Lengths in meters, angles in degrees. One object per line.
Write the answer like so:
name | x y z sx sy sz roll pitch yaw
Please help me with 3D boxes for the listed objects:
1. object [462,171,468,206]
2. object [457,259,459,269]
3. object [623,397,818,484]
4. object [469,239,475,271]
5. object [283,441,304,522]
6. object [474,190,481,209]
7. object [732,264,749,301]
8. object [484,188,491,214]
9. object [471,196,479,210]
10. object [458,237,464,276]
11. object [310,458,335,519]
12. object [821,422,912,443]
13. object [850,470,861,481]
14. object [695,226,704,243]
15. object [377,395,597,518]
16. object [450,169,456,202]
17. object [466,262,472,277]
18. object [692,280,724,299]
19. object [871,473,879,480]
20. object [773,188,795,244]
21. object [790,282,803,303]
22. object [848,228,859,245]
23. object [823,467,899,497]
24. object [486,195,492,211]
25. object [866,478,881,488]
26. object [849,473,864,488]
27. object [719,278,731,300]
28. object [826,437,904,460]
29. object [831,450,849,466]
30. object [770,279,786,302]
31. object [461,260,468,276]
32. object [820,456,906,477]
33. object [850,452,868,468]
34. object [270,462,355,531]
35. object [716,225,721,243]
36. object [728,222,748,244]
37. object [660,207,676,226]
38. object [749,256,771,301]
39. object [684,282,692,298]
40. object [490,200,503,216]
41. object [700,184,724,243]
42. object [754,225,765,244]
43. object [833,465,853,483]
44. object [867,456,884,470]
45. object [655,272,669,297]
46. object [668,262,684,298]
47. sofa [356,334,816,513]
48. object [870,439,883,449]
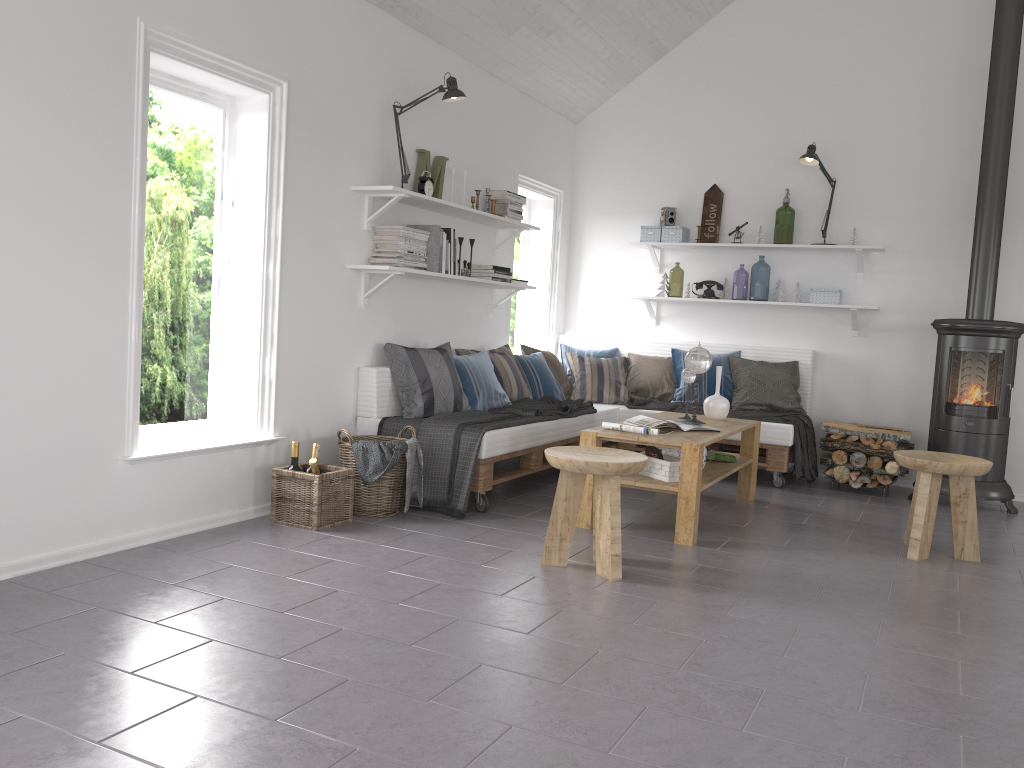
object | -0.299 -1.202 5.549 0.084 0.256 0.084 3 4 -5
object | -0.343 -0.717 5.509 0.032 0.117 0.058 3 4 0
object | 1.446 0.384 6.350 1.449 0.508 0.716 5 4 16
object | -0.262 -0.796 5.669 0.085 0.259 0.085 3 4 -5
object | -1.025 0.457 4.169 0.095 0.377 0.095 1 5 -28
object | -0.216 -1.147 5.567 0.055 0.153 0.055 4 4 4
object | 1.697 -0.753 6.581 0.111 0.270 0.111 7 6 44
object | -0.156 -1.148 5.580 0.066 0.160 0.066 4 4 13
object | -0.239 -1.103 5.419 0.088 0.085 0.088 0 6 -41
object | -0.329 -0.794 5.598 0.085 0.259 0.085 3 4 -5
object | -0.898 0.493 4.157 0.095 0.332 0.284 4 4 5
object | 2.343 0.318 5.889 0.571 0.079 0.115 6 5 27
object | 2.366 0.603 6.058 0.057 0.050 0.561 5 5 26
object | 1.418 -1.132 6.712 0.085 0.152 0.085 0 5 -40
object | -0.075 0.354 5.365 0.685 0.533 1.892 5 5 25
object | -0.373 -1.204 5.503 0.084 0.256 0.084 3 4 -5
object | -0.269 -0.706 5.514 0.032 0.102 0.058 5 4 21
object | 1.479 -0.711 6.711 0.171 0.146 0.203 0 5 -40
object | 2.470 0.601 6.005 0.046 0.033 0.425 5 5 26
object | 1.981 -1.210 6.432 0.136 0.415 0.136 1 5 -31
object | 2.066 -0.665 6.431 0.088 0.161 0.093 6 5 35
object | 2.407 -1.033 6.240 0.072 0.142 0.073 1 5 -31
object | 2.396 0.660 6.081 0.456 0.118 0.478 5 5 26
object | -0.156 -1.157 5.760 0.055 0.153 0.055 3 4 -6
object | 2.483 0.645 6.035 0.096 0.067 0.467 5 5 26
object | 2.385 0.643 6.063 0.095 0.063 0.562 6 5 27
object | 1.609 -0.719 6.695 0.127 0.176 0.007 6 5 32
object | 2.333 0.428 5.867 0.480 0.104 0.126 6 5 28
object | 2.287 0.482 6.131 0.103 0.107 0.516 5 5 25
object | 1.963 -0.686 6.517 0.103 0.178 0.097 3 4 -11
object | -0.297 -0.718 5.562 0.032 0.117 0.058 7 5 37
object | 2.370 0.559 6.008 0.539 0.070 0.101 6 5 27
object | 2.379 0.491 6.059 0.110 0.109 0.463 5 5 24
object | -0.943 0.532 4.203 0.276 0.270 0.276 5 5 26
object | 1.546 -1.119 6.669 0.052 0.148 0.052 3 4 -12
object | 1.681 -1.118 6.611 0.092 0.172 0.177 3 4 -6
object | 1.217 -1.288 6.866 0.121 0.157 0.117 2 4 -14
object | 1.823 -0.773 6.511 0.137 0.335 0.137 5 4 15
object | 1.337 -0.711 6.708 0.072 0.124 0.068 4 4 11
object | -0.120 -1.122 5.672 0.124 0.100 0.124 0 6 -41
object | 1.527 -1.293 6.784 0.154 0.480 0.053 6 5 31
object | 1.815 -1.089 6.491 0.075 0.147 0.075 3 4 -7
object | 2.318 0.602 6.122 0.118 0.142 0.520 6 5 30
object | 2.470 0.510 6.015 0.102 0.102 0.561 5 5 25
object | 1.181 -0.766 6.847 0.113 0.195 0.107 6 5 33
object | 1.258 -0.794 6.787 0.111 0.270 0.111 7 6 44
sofa | 0.673 0.184 5.711 2.017 0.932 2.855 5 5 26
object | 2.460 0.388 5.965 0.059 0.048 0.529 5 5 26
